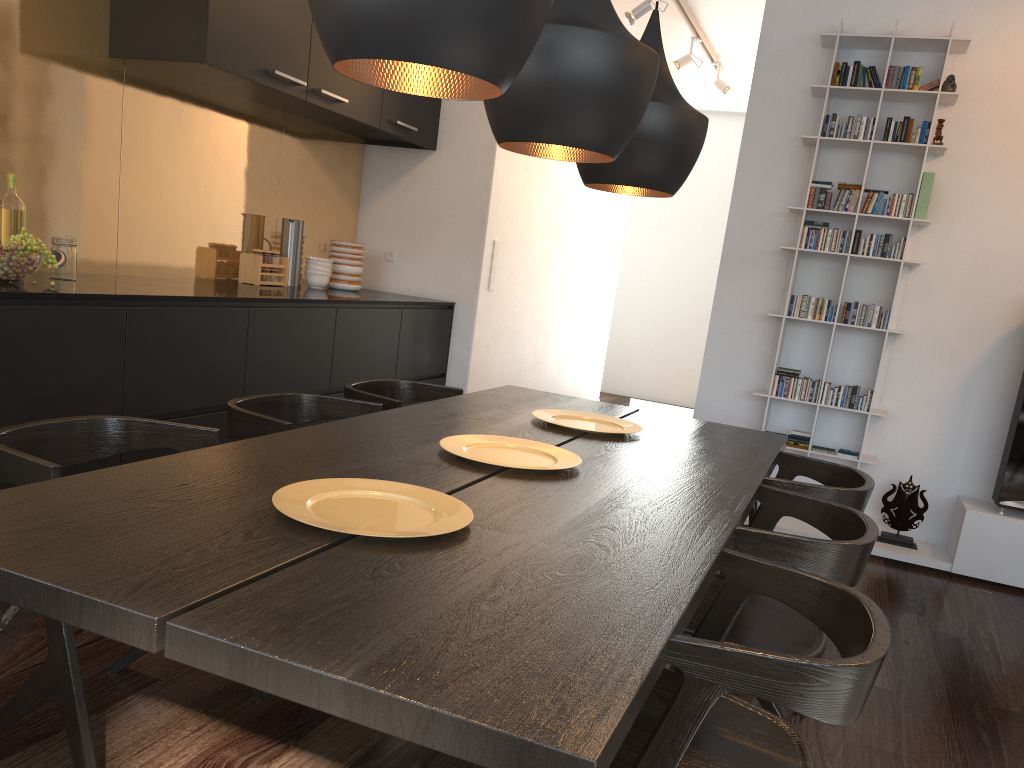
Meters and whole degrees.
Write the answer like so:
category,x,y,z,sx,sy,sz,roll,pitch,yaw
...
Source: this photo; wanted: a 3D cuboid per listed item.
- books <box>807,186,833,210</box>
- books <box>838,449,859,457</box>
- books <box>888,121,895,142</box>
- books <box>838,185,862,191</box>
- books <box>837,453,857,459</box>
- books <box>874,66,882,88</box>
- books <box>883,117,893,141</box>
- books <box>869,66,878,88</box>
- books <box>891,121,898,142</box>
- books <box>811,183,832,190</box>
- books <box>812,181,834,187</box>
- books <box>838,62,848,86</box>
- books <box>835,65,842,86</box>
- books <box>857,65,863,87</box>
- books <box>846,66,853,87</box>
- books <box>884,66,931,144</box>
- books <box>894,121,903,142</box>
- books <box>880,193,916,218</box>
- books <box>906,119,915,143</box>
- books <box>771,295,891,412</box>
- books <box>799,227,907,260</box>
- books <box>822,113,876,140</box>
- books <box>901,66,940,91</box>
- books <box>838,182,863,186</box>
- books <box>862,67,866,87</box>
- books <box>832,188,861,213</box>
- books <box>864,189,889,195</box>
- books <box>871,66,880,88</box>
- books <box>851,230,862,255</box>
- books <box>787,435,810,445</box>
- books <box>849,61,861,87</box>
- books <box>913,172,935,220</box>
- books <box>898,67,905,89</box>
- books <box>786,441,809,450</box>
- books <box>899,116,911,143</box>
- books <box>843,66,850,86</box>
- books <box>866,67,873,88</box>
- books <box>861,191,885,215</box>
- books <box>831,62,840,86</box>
category,x,y,z,sx,sy,sz,roll,pitch,yaw
books,1.483,-0.889,4.260,0.101,0.106,0.095,11,10,20
books,1.664,0.339,4.370,0.092,0.014,0.069,11,9,25
books,1.756,-1.162,4.094,0.013,0.093,0.069,12,11,20
books,1.601,-0.929,4.192,0.107,0.018,0.068,10,8,20
books,1.660,0.351,4.377,0.092,0.014,0.069,10,8,20
books,1.688,-1.407,4.082,0.057,0.100,0.068,11,11,20
books,1.739,-1.172,4.095,0.023,0.109,0.068,12,11,20
books,1.672,-1.410,4.088,0.057,0.100,0.068,11,11,20
books,1.768,-1.159,4.089,0.013,0.093,0.069,12,11,20
books,1.486,-0.947,4.245,0.092,0.014,0.069,10,8,20
books,1.489,-0.959,4.238,0.092,0.014,0.069,11,9,25
books,1.545,-1.437,4.130,0.023,0.109,0.068,12,11,20
books,1.528,-1.433,4.139,0.013,0.093,0.069,12,11,20
books,1.616,-1.421,4.106,0.019,0.100,0.074,12,11,20
books,1.576,-1.425,4.123,0.013,0.093,0.069,12,11,20
books,1.823,-1.275,4.080,0.227,0.337,0.106,11,12,20
books,1.783,-1.157,4.082,0.020,0.094,0.069,12,11,20
books,1.808,-0.836,4.149,0.136,0.114,0.121,11,10,20
books,1.830,-1.157,4.068,0.016,0.109,0.068,12,11,20
books,1.564,-0.159,4.354,0.467,0.518,0.121,11,12,20
books,1.635,-0.677,4.251,0.465,0.114,0.121,10,10,20
books,1.593,-1.206,4.179,0.221,0.114,0.108,11,10,20
books,1.872,-1.381,4.045,0.160,0.112,0.100,11,10,20
books,1.607,-0.944,4.197,0.111,0.015,0.092,10,8,20
books,1.634,-1.414,4.102,0.028,0.094,0.069,12,11,20
books,1.597,-0.870,4.219,0.114,0.109,0.095,11,10,20
books,1.713,-0.904,4.158,0.107,0.008,0.068,10,8,20
books,1.680,-1.409,4.085,0.057,0.100,0.068,11,11,20
books,1.647,-0.674,4.227,0.028,0.117,0.073,12,11,20
books,1.438,0.279,4.437,0.107,0.023,0.068,10,8,20
books,1.596,-1.432,4.114,0.028,0.117,0.073,12,11,20
books,1.931,-0.871,4.151,0.049,0.217,0.164,12,11,20
books,1.787,-1.391,4.060,0.012,0.109,0.068,12,11,20
books,1.435,0.312,4.448,0.107,0.017,0.068,10,8,20
books,1.808,-1.165,4.073,0.028,0.117,0.073,12,11,20
books,1.563,-1.427,4.127,0.013,0.093,0.069,12,11,20
books,1.655,-1.410,4.093,0.046,0.092,0.069,11,11,20
books,1.702,-0.850,4.177,0.087,0.109,0.095,11,10,20
books,1.516,-1.443,4.145,0.016,0.109,0.068,12,11,20
